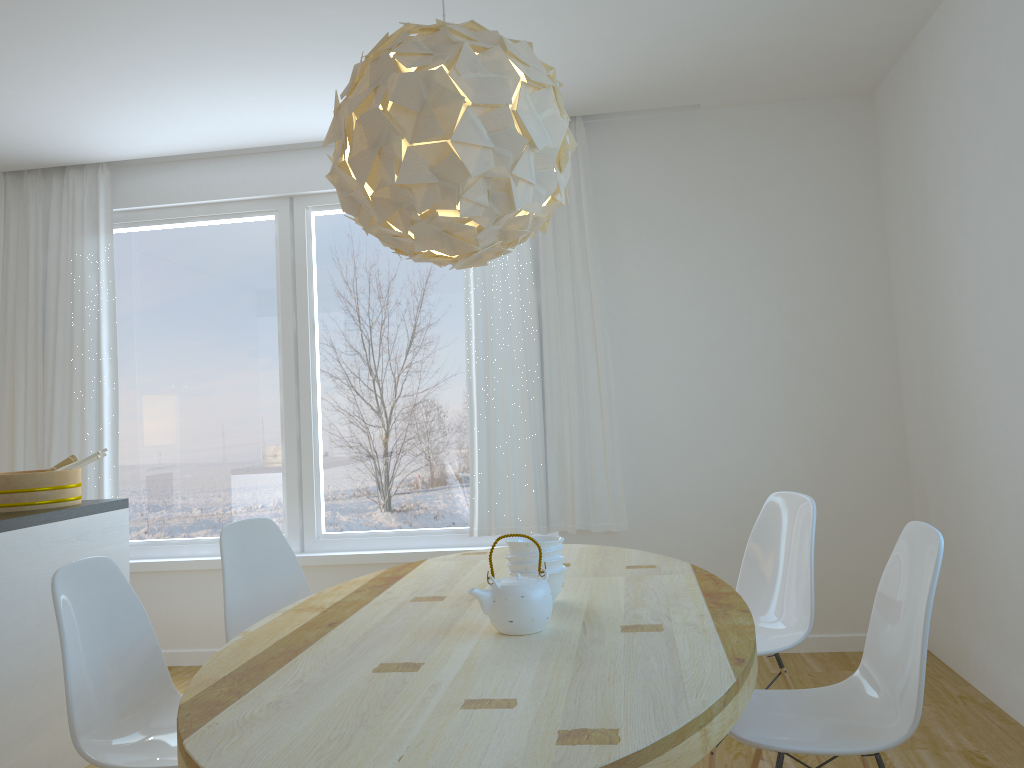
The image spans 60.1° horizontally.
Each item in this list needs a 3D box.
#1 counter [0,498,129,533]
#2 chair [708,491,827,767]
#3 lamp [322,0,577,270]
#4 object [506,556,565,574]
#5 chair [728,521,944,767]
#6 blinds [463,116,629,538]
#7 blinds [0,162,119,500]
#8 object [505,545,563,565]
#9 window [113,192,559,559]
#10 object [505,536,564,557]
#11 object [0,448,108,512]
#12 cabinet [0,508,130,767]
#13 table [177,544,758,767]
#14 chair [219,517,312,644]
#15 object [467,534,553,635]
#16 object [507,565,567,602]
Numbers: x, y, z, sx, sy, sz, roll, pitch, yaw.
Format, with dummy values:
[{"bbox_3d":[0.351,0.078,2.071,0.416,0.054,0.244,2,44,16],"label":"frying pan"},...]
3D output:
[{"bbox_3d":[-2.039,0.475,2.514,0.600,0.040,2.391,-3,-2,7],"label":"counter"},{"bbox_3d":[0.702,0.815,2.790,0.523,0.907,0.427,-2,-5,-18],"label":"chair"},{"bbox_3d":[-0.169,-0.853,2.321,0.646,1.142,0.636,-4,-5,7],"label":"lamp"},{"bbox_3d":[0.062,0.488,2.251,0.152,0.093,0.150,0,-4,-43],"label":"object"},{"bbox_3d":[0.724,0.786,2.031,0.523,0.907,0.428,-4,-5,7],"label":"chair"},{"bbox_3d":[0.116,-0.335,4.457,0.794,2.173,0.149,-4,-6,8],"label":"blinds"},{"bbox_3d":[-2.522,-0.176,4.788,0.794,2.173,0.149,-4,-6,7],"label":"blinds"},{"bbox_3d":[0.059,0.464,2.254,0.150,0.096,0.151,-5,-3,24],"label":"object"},{"bbox_3d":[-1.151,-0.068,4.794,2.725,1.930,0.088,-4,-6,7],"label":"window"},{"bbox_3d":[0.060,0.436,2.258,0.151,0.087,0.151,-5,-4,35],"label":"object"},{"bbox_3d":[-1.880,0.376,3.485,0.377,0.215,0.429,-5,-4,35],"label":"object"},{"bbox_3d":[-2.013,0.950,2.466,0.600,0.914,2.391,-4,-3,7],"label":"cabinet"},{"bbox_3d":[-0.015,0.918,2.127,1.193,0.729,2.181,-4,-2,6],"label":"table"},{"bbox_3d":[-0.653,0.893,2.859,0.522,0.907,0.428,-6,-6,27],"label":"chair"},{"bbox_3d":[-0.001,0.440,1.970,0.177,0.213,0.146,-4,-5,7],"label":"object"},{"bbox_3d":[0.066,0.511,2.246,0.152,0.083,0.151,0,-4,-43],"label":"object"}]
